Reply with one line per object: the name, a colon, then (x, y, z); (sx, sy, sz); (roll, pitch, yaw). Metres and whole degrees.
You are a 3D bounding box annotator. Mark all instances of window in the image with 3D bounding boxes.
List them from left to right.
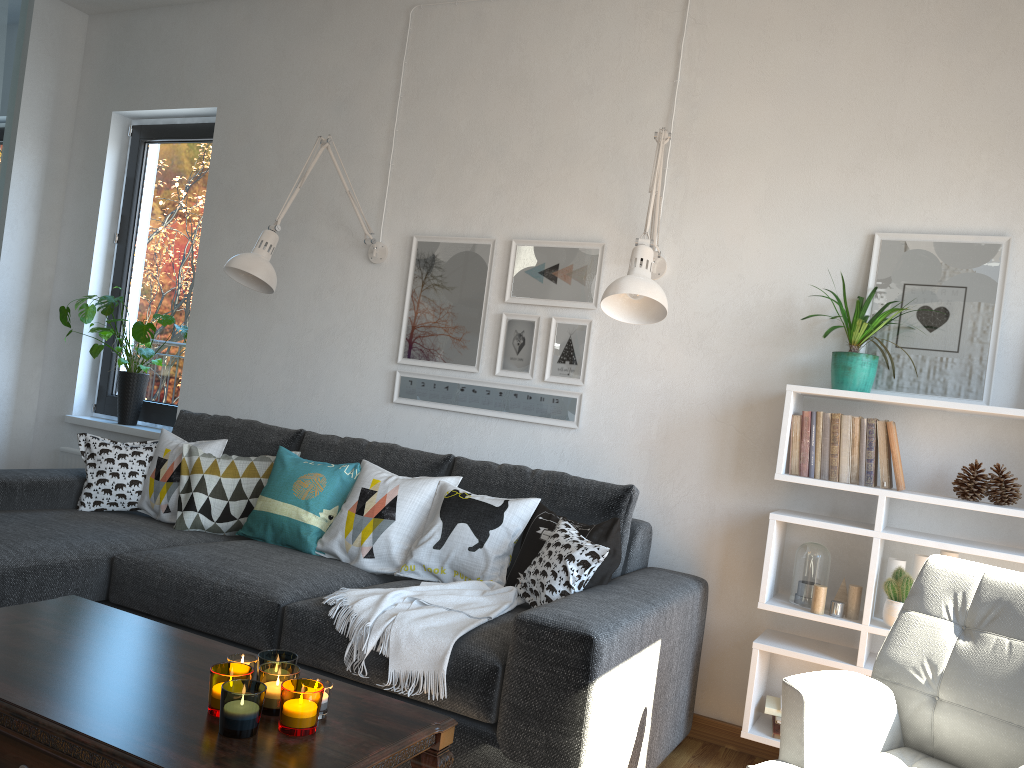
window: (-1.053, 1.957, 18.280); (13.964, 18.370, 24.398); (7, -1, 33)

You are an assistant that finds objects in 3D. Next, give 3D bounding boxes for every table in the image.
table: (-0.777, 0.793, 1.808); (1.178, 0.409, 0.570); (7, -1, 27)

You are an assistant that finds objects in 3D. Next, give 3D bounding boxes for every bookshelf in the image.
bookshelf: (1.348, 0.669, 2.571); (1.189, 1.200, 0.238); (7, 0, 27)

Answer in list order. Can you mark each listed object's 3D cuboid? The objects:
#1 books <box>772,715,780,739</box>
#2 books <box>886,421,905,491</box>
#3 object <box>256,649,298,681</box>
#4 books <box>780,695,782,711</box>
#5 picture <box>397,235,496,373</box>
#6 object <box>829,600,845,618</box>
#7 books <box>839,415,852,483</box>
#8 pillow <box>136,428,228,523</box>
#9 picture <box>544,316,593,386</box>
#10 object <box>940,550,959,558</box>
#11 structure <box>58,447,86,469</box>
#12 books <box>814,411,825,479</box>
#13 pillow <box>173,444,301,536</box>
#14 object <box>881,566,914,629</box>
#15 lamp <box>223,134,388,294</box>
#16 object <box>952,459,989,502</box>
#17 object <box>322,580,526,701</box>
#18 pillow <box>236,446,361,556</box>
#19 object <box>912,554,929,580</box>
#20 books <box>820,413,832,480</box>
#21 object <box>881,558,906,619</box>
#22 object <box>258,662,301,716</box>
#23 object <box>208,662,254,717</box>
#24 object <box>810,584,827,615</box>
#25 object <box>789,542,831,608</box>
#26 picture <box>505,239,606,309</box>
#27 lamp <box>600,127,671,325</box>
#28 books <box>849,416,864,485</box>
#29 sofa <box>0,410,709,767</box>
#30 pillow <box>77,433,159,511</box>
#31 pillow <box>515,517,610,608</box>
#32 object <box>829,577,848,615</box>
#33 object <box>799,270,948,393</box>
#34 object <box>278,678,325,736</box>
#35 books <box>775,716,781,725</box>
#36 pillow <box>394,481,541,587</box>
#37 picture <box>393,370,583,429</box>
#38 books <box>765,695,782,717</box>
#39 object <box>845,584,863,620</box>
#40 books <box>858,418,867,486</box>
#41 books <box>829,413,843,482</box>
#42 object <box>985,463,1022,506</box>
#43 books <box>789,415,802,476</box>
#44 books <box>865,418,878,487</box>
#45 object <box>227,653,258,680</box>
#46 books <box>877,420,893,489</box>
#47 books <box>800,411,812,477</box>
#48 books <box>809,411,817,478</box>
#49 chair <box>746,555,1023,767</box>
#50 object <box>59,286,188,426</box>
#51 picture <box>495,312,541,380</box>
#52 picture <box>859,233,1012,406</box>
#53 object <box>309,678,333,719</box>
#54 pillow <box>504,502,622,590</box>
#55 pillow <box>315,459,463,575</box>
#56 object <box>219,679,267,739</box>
books: (0.889, 1.086, 2.773); (0.145, 0.018, 0.184); (7, -1, 16)
books: (1.162, 0.217, 2.682); (0.070, 0.204, 0.132); (7, 0, 27)
object: (-0.475, 0.585, 1.781); (0.079, 0.081, 0.079); (7, -1, 22)
books: (0.901, 1.012, 2.777); (0.115, 0.010, 0.141); (7, -1, 17)
picture: (-0.266, -0.330, 3.588); (0.389, 0.534, 0.013); (7, 0, 27)
object: (0.980, 0.678, 2.671); (0.040, 0.044, 0.040); (8, -1, -37)
books: (1.039, 0.202, 2.747); (0.048, 0.208, 0.135); (7, 0, 27)
pillow: (-1.285, 0.361, 3.428); (0.359, 0.344, 0.173); (7, 0, 26)
picture: (0.216, -0.125, 3.339); (0.166, 0.248, 0.021); (7, 0, 27)
object: (1.298, 0.621, 2.661); (0.051, 0.238, 0.051); (7, 0, 44)
structure: (-1.946, 0.590, 4.324); (0.817, 0.459, 0.076); (7, 0, 24)
books: (0.969, 0.193, 2.780); (0.035, 0.209, 0.129); (7, 0, 27)
pillow: (-1.047, 0.412, 3.387); (0.454, 0.363, 0.242); (8, 0, -7)
object: (1.138, 0.632, 2.595); (0.088, 0.173, 0.088); (7, 0, 43)
lamp: (-0.795, -0.661, 3.516); (0.200, 0.670, 0.699); (7, -1, 36)
object: (1.352, 0.283, 2.604); (0.095, 0.127, 0.102); (8, 0, -18)
object: (-0.269, 0.674, 2.538); (0.488, 0.212, 0.606); (7, -1, 23)
pillow: (-0.756, 0.421, 3.232); (0.414, 0.340, 0.273); (7, -1, 26)
object: (1.234, 0.626, 2.688); (0.051, 0.213, 0.051); (7, 0, 33)
books: (0.989, 0.196, 2.771); (0.044, 0.209, 0.136); (7, 0, 27)
object: (1.170, 0.631, 2.719); (0.051, 0.188, 0.051); (7, 0, 33)
object: (-0.452, 0.587, 1.706); (0.079, 0.081, 0.079); (7, -1, 22)
object: (-0.531, 0.576, 1.668); (0.079, 0.081, 0.079); (7, -1, 22)
object: (0.940, 0.654, 2.747); (0.079, 0.084, 0.176); (8, -1, -5)
object: (0.943, 0.598, 2.796); (0.108, 0.197, 0.109); (7, 0, 38)
picture: (0.163, -0.421, 3.385); (0.389, 0.248, 0.021); (7, 0, 27)
lamp: (0.475, -0.505, 2.874); (0.200, 0.670, 0.698); (7, -1, 18)
books: (1.063, 0.205, 2.734); (0.044, 0.209, 0.133); (7, 0, 26)
sofa: (-0.930, 0.576, 2.590); (2.506, 0.848, 2.165); (7, -1, 27)
pillow: (-1.523, 0.358, 3.445); (0.334, 0.320, 0.160); (8, 0, -28)
pillow: (0.141, 0.568, 2.598); (0.170, 0.312, 0.358); (8, -1, -23)
object: (1.022, 0.652, 2.744); (0.062, 0.108, 0.062); (7, 0, 27)
object: (1.102, -0.153, 2.757); (0.424, 0.372, 0.387); (7, -1, 13)
object: (-0.389, 0.594, 1.629); (0.079, 0.081, 0.079); (7, -1, 22)
books: (0.895, 1.043, 2.773); (0.140, 0.012, 0.184); (7, -1, 16)
pillow: (-0.143, 0.507, 2.917); (0.382, 0.318, 0.266); (7, -1, 27)
picture: (-0.110, 0.055, 3.489); (0.836, 0.136, 0.021); (7, 0, 27)
books: (0.889, 1.025, 2.783); (0.183, 0.020, 0.134); (7, -1, 18)
object: (1.029, 0.657, 2.668); (0.039, 0.099, 0.039); (7, 0, 23)
books: (1.083, 0.210, 2.725); (0.035, 0.204, 0.131); (7, 0, 27)
books: (1.011, 0.197, 2.755); (0.044, 0.210, 0.133); (7, 0, 27)
object: (1.422, 0.293, 2.565); (0.101, 0.125, 0.096); (7, -1, 42)
books: (0.907, 0.195, 2.805); (0.047, 0.191, 0.124); (7, 0, 26)
books: (1.103, 0.210, 2.716); (0.044, 0.208, 0.133); (7, 0, 27)
object: (-0.550, 0.586, 1.799); (0.059, 0.061, 0.060); (7, -1, 32)
books: (1.136, 0.213, 2.700); (0.061, 0.211, 0.128); (7, 0, 28)
books: (0.934, 0.189, 2.798); (0.043, 0.205, 0.129); (7, 0, 27)
books: (0.955, 0.194, 2.789); (0.033, 0.210, 0.136); (7, 0, 27)
chair: (0.896, 0.810, 1.803); (0.685, 0.832, 0.544); (8, 0, -38)
object: (-1.906, -0.138, 4.301); (0.657, 0.675, 0.447); (7, 0, 17)
picture: (0.027, -0.148, 3.435); (0.166, 0.248, 0.021); (7, 0, 27)
picture: (1.310, -0.207, 2.775); (0.389, 0.532, 0.059); (7, 0, 27)
object: (-0.379, 0.607, 1.708); (0.059, 0.061, 0.060); (7, -1, 32)
pillow: (0.173, 0.559, 2.784); (0.234, 0.358, 0.449); (8, -1, -37)
pillow: (-0.446, 0.475, 3.077); (0.436, 0.368, 0.285); (7, -1, 27)
object: (-0.483, 0.581, 1.585); (0.079, 0.081, 0.079); (7, -1, 22)
